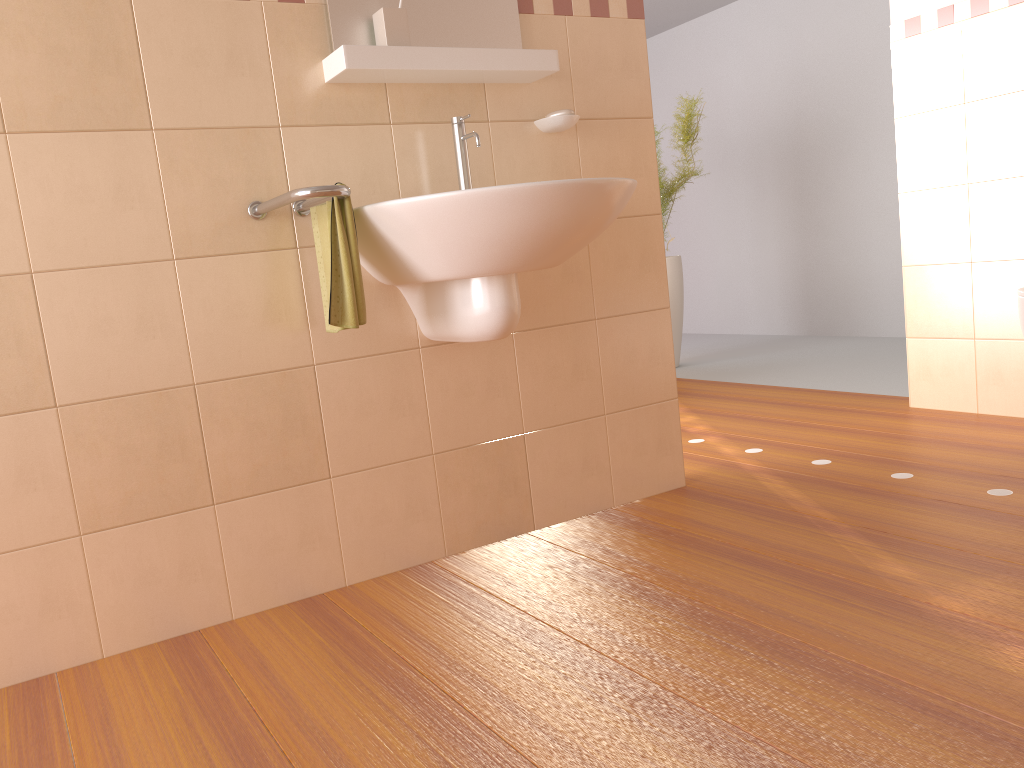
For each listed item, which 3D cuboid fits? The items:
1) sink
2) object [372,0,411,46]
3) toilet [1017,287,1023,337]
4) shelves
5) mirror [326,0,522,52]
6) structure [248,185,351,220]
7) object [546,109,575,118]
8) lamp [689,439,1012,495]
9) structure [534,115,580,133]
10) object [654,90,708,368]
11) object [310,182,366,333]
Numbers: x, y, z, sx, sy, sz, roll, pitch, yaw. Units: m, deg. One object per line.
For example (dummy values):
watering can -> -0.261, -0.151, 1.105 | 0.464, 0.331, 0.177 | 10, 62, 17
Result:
sink -> -0.012, -0.359, 1.967 | 0.683, 0.516, 0.539 | -11, 9, -30
object -> -0.271, -0.824, 2.003 | 0.063, 0.149, 0.073 | -11, 9, -30
toilet -> 1.677, -0.090, 2.478 | 0.534, 0.400, 0.375 | -11, 9, -30
shelves -> -0.157, -0.748, 2.085 | 0.554, 0.050, 0.138 | -11, 9, -30
mirror -> -0.232, -1.176, 2.070 | 0.502, 0.799, 0.008 | -11, 9, -30
structure -> -0.433, -0.379, 1.832 | 0.142, 0.042, 0.333 | -11, 9, -30
object -> 0.125, -0.692, 2.283 | 0.075, 0.023, 0.050 | -3, 9, 24
lamp -> -0.249, 0.516, 1.734 | 3.173, 0.001, 2.893 | -11, 9, -30
structure -> 0.126, -0.670, 2.284 | 0.117, 0.029, 0.092 | -11, 9, -30
object -> 0.883, -0.873, 5.099 | 0.683, 1.557, 1.335 | -6, 8, 2
object -> -0.367, -0.262, 1.874 | 0.085, 0.306, 0.181 | -8, 8, -14
